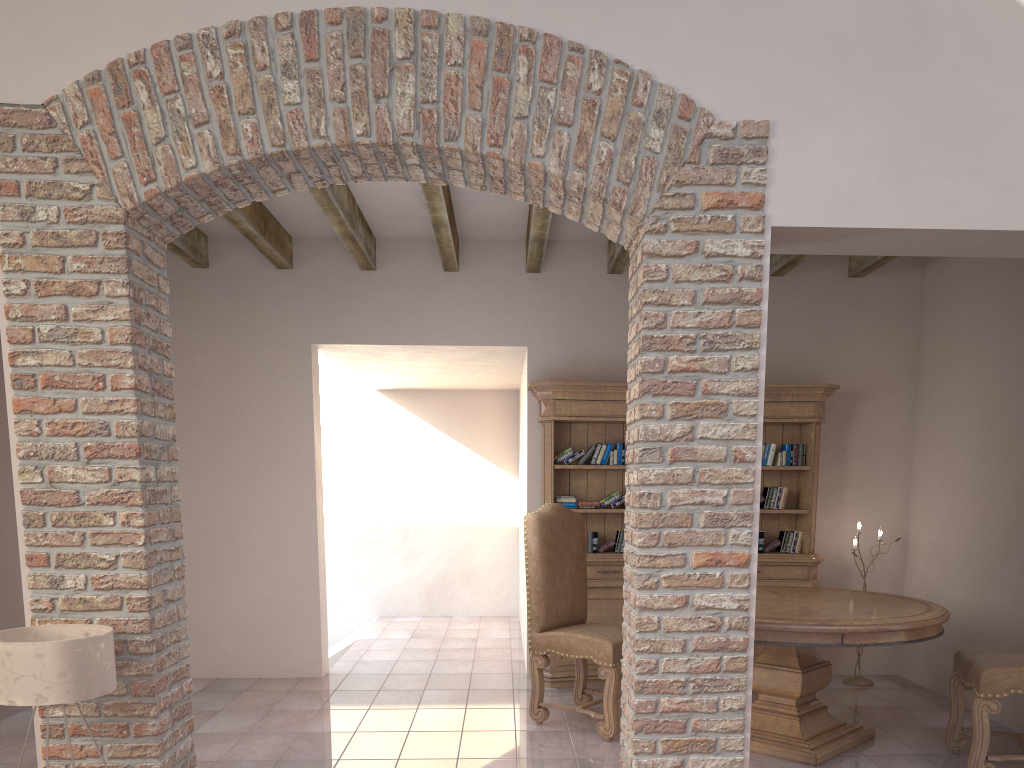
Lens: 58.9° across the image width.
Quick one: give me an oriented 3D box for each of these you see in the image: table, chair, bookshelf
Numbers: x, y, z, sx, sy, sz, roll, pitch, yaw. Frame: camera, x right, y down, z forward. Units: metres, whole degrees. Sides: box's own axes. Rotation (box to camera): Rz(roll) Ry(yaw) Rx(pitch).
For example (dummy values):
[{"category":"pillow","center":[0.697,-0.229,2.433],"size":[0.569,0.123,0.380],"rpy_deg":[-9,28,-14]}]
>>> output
[{"category":"table","center":[1.456,1.515,4.782],"size":[1.537,0.759,1.488],"rpy_deg":[2,-3,-26]},{"category":"chair","center":[0.456,1.283,5.034],"size":[0.622,1.277,0.546],"rpy_deg":[5,8,38]},{"category":"bookshelf","center":[1.113,1.030,6.083],"size":[2.017,2.055,0.472],"rpy_deg":[0,8,-2]},{"category":"chair","center":[2.443,1.201,4.205],"size":[0.634,1.277,0.536],"rpy_deg":[1,6,13]}]

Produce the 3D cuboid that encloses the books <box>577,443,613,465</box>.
[{"category":"books","center":[0.550,0.466,5.994],"size":[0.231,0.152,0.120],"rpy_deg":[0,3,-2]}]

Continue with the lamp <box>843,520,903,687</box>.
[{"category":"lamp","center":[2.409,1.469,6.088],"size":[0.330,1.159,0.233],"rpy_deg":[4,9,31]}]

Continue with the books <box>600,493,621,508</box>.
[{"category":"books","center":[0.650,0.779,6.046],"size":[0.138,0.102,0.121],"rpy_deg":[0,0,-2]}]

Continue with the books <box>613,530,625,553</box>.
[{"category":"books","center":[0.767,1.060,6.093],"size":[0.162,0.153,0.120],"rpy_deg":[0,3,-2]}]

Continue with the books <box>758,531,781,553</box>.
[{"category":"books","center":[1.702,1.070,6.135],"size":[0.224,0.150,0.120],"rpy_deg":[0,3,-2]}]

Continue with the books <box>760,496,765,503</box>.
[{"category":"books","center":[1.578,0.768,6.084],"size":[0.224,0.150,0.120],"rpy_deg":[0,3,-2]}]

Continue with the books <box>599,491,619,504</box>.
[{"category":"books","center":[0.643,0.755,6.043],"size":[0.131,0.089,0.118],"rpy_deg":[0,-1,-2]}]

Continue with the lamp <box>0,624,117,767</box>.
[{"category":"lamp","center":[-1.560,1.270,3.127],"size":[0.386,0.871,0.400],"rpy_deg":[0,6,-1]}]

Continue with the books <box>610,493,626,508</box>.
[{"category":"books","center":[0.723,0.777,6.048],"size":[0.141,0.107,0.121],"rpy_deg":[0,0,-2]}]

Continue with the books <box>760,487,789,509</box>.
[{"category":"books","center":[1.762,0.768,6.091],"size":[0.162,0.153,0.120],"rpy_deg":[0,3,-2]}]

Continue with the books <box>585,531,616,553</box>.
[{"category":"books","center":[0.584,1.060,6.086],"size":[0.224,0.150,0.120],"rpy_deg":[0,3,-2]}]

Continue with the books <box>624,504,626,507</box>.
[{"category":"books","center":[0.865,0.758,6.052],"size":[0.231,0.152,0.120],"rpy_deg":[0,3,-2]}]

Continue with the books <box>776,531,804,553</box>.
[{"category":"books","center":[1.886,1.070,6.143],"size":[0.162,0.153,0.120],"rpy_deg":[0,3,-2]}]

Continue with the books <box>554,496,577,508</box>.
[{"category":"books","center":[0.351,0.785,6.034],"size":[0.153,0.083,0.121],"rpy_deg":[0,-1,-2]}]

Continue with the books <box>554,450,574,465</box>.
[{"category":"books","center":[0.335,0.487,5.988],"size":[0.138,0.102,0.121],"rpy_deg":[0,0,-2]}]

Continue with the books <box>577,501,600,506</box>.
[{"category":"books","center":[0.507,0.796,6.042],"size":[0.143,0.031,0.122],"rpy_deg":[0,-5,-2]}]

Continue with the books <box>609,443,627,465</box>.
[{"category":"books","center":[0.736,0.466,6.003],"size":[0.181,0.147,0.133],"rpy_deg":[0,2,-3]}]

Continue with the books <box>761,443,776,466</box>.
[{"category":"books","center":[1.667,0.473,6.043],"size":[0.162,0.153,0.120],"rpy_deg":[0,3,-2]}]

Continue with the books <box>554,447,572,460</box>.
[{"category":"books","center":[0.328,0.463,5.986],"size":[0.131,0.089,0.118],"rpy_deg":[0,-1,-2]}]

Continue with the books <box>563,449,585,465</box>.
[{"category":"books","center":[0.408,0.485,5.991],"size":[0.141,0.107,0.121],"rpy_deg":[0,0,-2]}]

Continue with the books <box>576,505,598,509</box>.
[{"category":"books","center":[0.498,0.820,6.045],"size":[0.143,0.018,0.122],"rpy_deg":[0,-6,-2]}]

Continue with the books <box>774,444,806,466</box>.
[{"category":"books","center":[1.856,0.476,6.052],"size":[0.181,0.147,0.133],"rpy_deg":[0,2,-3]}]
